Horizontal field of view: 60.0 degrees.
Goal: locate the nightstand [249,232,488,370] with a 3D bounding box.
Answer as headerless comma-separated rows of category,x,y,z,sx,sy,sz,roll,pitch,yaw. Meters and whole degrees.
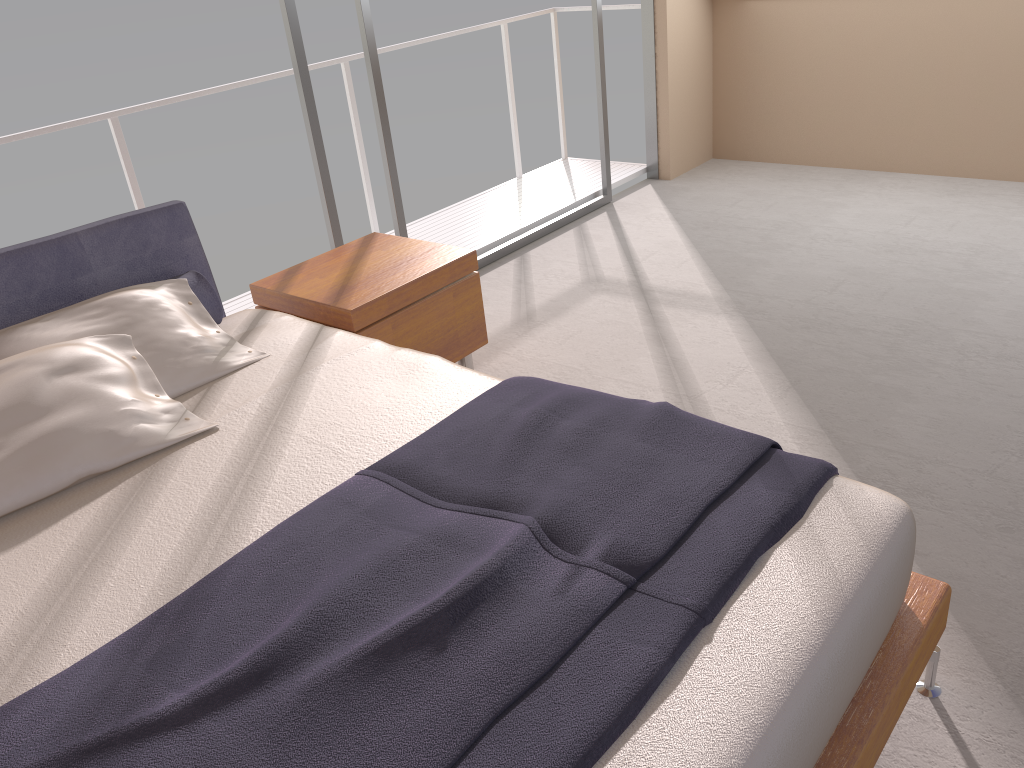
nightstand,-0.516,-0.187,3.394,0.562,0.556,0.628,16,35,37

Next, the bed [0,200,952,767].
bed,-0.652,0.412,1.865,2.462,0.959,2.017,16,35,37

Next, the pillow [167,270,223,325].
pillow,-1.457,0.021,2.409,0.205,0.201,1.470,16,35,37

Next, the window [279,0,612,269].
window,-1.480,-1.255,2.881,0.075,3.133,6.106,16,35,37

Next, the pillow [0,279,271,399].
pillow,-1.132,-0.057,2.463,0.400,0.265,0.791,18,36,39

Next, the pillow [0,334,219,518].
pillow,-1.214,0.142,2.122,0.869,0.264,0.431,-28,34,-35

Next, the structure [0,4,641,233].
structure,-1.808,-0.396,3.448,0.728,1.005,7.689,16,35,37
